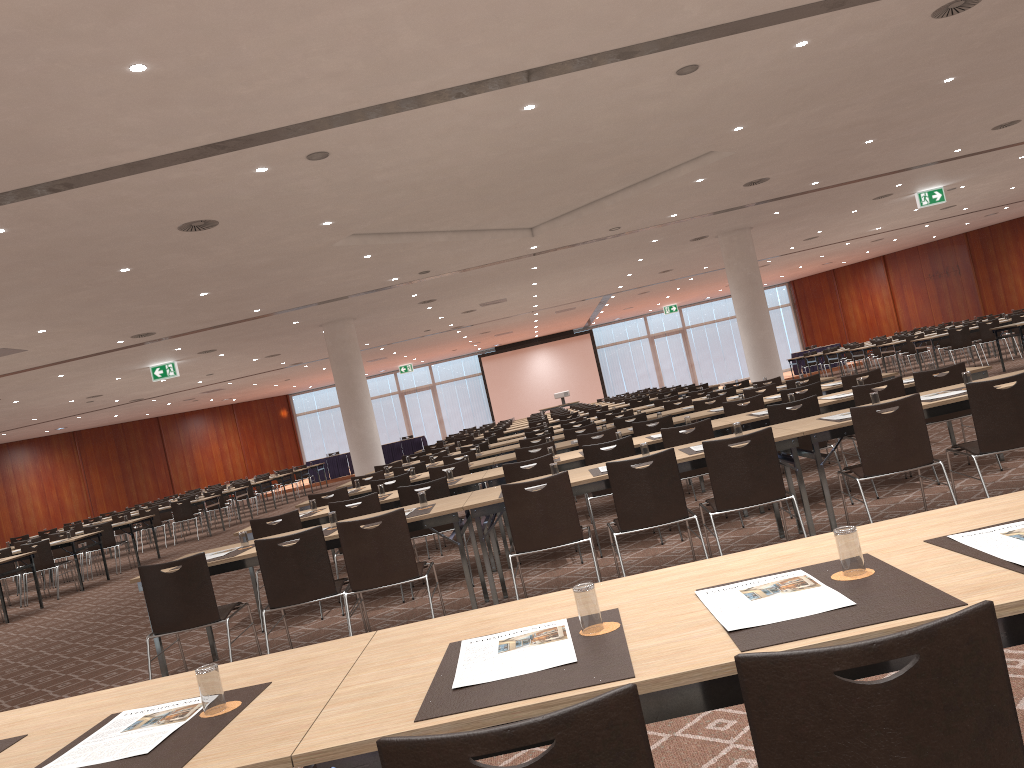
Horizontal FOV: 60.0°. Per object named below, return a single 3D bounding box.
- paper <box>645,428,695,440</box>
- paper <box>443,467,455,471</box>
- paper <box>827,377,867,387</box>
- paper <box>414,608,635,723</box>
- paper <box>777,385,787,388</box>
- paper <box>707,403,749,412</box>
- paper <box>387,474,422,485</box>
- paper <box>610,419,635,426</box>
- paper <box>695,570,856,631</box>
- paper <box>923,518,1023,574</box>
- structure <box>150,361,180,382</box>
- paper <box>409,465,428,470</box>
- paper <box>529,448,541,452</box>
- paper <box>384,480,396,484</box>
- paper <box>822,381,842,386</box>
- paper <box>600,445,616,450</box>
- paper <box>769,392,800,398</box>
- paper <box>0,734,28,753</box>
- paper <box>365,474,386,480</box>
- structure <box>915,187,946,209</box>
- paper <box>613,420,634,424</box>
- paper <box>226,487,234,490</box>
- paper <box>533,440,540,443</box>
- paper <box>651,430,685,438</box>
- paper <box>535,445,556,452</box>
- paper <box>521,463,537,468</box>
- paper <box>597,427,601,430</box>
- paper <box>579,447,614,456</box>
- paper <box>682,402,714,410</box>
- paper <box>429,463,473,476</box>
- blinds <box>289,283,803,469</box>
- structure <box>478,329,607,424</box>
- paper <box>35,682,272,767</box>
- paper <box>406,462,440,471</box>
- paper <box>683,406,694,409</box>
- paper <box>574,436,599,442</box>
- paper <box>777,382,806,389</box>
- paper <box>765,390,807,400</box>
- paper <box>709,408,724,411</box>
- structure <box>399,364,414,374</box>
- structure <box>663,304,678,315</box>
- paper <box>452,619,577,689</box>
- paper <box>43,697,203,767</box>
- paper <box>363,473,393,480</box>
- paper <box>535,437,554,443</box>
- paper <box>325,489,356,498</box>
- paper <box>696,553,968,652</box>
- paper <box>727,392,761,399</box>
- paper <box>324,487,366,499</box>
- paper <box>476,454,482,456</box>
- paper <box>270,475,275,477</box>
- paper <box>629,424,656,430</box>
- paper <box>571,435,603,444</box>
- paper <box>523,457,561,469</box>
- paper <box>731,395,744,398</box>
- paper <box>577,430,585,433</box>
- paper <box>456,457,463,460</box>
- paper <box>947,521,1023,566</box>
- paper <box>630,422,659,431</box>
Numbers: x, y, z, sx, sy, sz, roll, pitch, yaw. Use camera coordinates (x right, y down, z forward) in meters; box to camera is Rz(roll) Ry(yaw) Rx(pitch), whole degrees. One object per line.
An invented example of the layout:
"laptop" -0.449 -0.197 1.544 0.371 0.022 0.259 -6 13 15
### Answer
"paper" 1.478 0.450 8.104 0.460 0.003 0.565 -13 -1 1
"paper" -0.717 0.982 10.223 0.283 0.006 0.398 -13 -1 -1
"paper" 3.784 -0.023 10.041 0.460 0.003 0.565 -13 -1 5
"paper" 0.041 0.642 2.080 0.460 0.003 0.565 -13 -1 3
"paper" 3.779 0.018 12.111 0.283 0.006 0.398 -13 -1 3
"paper" 2.494 0.265 10.068 0.460 0.003 0.565 -13 -1 1
"paper" -1.306 1.117 10.207 0.460 0.003 0.565 -13 -1 4
"paper" 1.590 0.511 12.095 0.460 0.003 0.565 -13 -1 0
"paper" 0.613 0.511 2.124 0.283 0.006 0.398 -13 -1 1
"paper" 1.312 0.358 2.059 0.460 0.003 0.565 -13 -1 -1
"structure" -7.838 -0.283 20.014 0.587 0.346 0.105 -13 -1 2
"paper" -1.292 1.154 12.241 0.283 0.006 0.398 -13 -1 1
"paper" 0.239 0.768 10.212 0.283 0.006 0.398 -13 -1 1
"paper" -1.347 1.123 10.244 0.283 0.006 0.398 -13 -1 0
"paper" 3.720 -0.012 10.097 0.283 0.006 0.398 -13 -1 -1
"paper" 0.825 0.594 8.184 0.283 0.006 0.398 -13 -1 3
"paper" 3.082 0.131 10.103 0.283 0.006 0.398 -13 -1 -1
"paper" -1.554 1.000 2.137 0.460 0.003 0.565 -13 -1 3
"paper" -1.907 1.292 12.264 0.283 0.006 0.398 -13 -1 2
"structure" 9.214 -4.103 19.528 0.587 0.346 0.105 -13 -1 2
"paper" 1.538 0.520 12.159 0.283 0.006 0.398 -13 -1 1
"paper" -7.755 2.852 23.894 0.460 0.003 0.565 -13 -1 -2
"paper" 0.280 0.802 12.213 0.283 0.006 0.398 -13 -1 3
"paper" 1.436 0.457 8.170 0.283 0.006 0.398 -13 -1 1
"paper" 0.280 0.761 10.131 0.460 0.003 0.565 -13 -1 3
"paper" 0.155 0.744 8.210 0.283 0.006 0.398 -13 -1 3
"paper" 0.975 0.648 12.088 0.460 0.003 0.565 -13 -1 2
"paper" 0.853 0.590 8.112 0.460 0.003 0.565 -13 -1 0
"paper" 2.567 0.292 12.074 0.460 0.003 0.565 -13 -1 2
"paper" -0.688 0.978 10.164 0.460 0.003 0.565 -13 -1 3
"blinds" 1.484 -0.109 39.511 22.853 3.816 0.115 -13 -1 2
"structure" 1.346 -0.304 39.136 5.158 3.525 0.395 -13 -1 2
"paper" -0.892 0.852 2.122 0.460 0.003 0.565 -13 -1 4
"paper" -1.246 1.146 12.181 0.460 0.003 0.565 -13 -1 2
"paper" 2.499 0.304 12.126 0.283 0.006 0.398 -13 -1 0
"paper" 0.850 0.631 10.179 0.283 0.006 0.398 -13 -1 1
"paper" 3.801 0.015 12.017 0.460 0.003 0.565 -13 -1 0
"paper" 3.132 0.122 10.049 0.460 0.003 0.565 -13 -1 3
"paper" 2.431 0.277 10.137 0.283 0.006 0.398 -13 -1 2
"structure" -4.518 -0.642 37.865 0.587 0.346 0.105 -13 -1 2
"structure" 6.717 -3.159 37.545 0.587 0.346 0.105 -13 -1 2
"paper" 0.006 0.648 2.156 0.283 0.006 0.398 -13 -1 0
"paper" -0.936 0.859 2.199 0.283 0.006 0.398 -13 -1 5
"paper" -1.872 1.286 12.191 0.460 0.003 0.565 -13 -1 1
"paper" 0.350 0.789 12.130 0.460 0.003 0.565 -13 -1 2
"paper" -1.980 1.265 10.258 0.283 0.006 0.398 -13 -1 3
"paper" 0.700 0.495 2.066 0.460 0.003 0.565 -13 -1 2
"paper" 3.177 0.155 12.046 0.460 0.003 0.565 -13 -1 1
"paper" -1.948 1.260 10.176 0.460 0.003 0.565 -13 -1 1
"paper" -0.632 1.009 12.159 0.460 0.003 0.565 -13 -1 1
"paper" -7.597 2.901 27.849 0.460 0.003 0.565 -13 -1 -1
"paper" 1.480 0.490 10.144 0.283 0.006 0.398 -13 -1 1
"paper" 0.899 0.623 10.133 0.460 0.003 0.565 -13 -1 3
"paper" 0.215 0.733 8.125 0.460 0.003 0.565 -13 -1 2
"paper" 3.127 0.164 12.105 0.283 0.006 0.398 -13 -1 -1
"paper" 0.933 0.655 12.172 0.283 0.006 0.398 -13 -1 0
"paper" -0.670 1.014 12.206 0.283 0.006 0.398 -13 -1 2
"paper" 1.261 0.366 2.110 0.283 0.006 0.398 -13 -1 4
"paper" 1.563 0.474 10.106 0.460 0.003 0.565 -13 -1 4
